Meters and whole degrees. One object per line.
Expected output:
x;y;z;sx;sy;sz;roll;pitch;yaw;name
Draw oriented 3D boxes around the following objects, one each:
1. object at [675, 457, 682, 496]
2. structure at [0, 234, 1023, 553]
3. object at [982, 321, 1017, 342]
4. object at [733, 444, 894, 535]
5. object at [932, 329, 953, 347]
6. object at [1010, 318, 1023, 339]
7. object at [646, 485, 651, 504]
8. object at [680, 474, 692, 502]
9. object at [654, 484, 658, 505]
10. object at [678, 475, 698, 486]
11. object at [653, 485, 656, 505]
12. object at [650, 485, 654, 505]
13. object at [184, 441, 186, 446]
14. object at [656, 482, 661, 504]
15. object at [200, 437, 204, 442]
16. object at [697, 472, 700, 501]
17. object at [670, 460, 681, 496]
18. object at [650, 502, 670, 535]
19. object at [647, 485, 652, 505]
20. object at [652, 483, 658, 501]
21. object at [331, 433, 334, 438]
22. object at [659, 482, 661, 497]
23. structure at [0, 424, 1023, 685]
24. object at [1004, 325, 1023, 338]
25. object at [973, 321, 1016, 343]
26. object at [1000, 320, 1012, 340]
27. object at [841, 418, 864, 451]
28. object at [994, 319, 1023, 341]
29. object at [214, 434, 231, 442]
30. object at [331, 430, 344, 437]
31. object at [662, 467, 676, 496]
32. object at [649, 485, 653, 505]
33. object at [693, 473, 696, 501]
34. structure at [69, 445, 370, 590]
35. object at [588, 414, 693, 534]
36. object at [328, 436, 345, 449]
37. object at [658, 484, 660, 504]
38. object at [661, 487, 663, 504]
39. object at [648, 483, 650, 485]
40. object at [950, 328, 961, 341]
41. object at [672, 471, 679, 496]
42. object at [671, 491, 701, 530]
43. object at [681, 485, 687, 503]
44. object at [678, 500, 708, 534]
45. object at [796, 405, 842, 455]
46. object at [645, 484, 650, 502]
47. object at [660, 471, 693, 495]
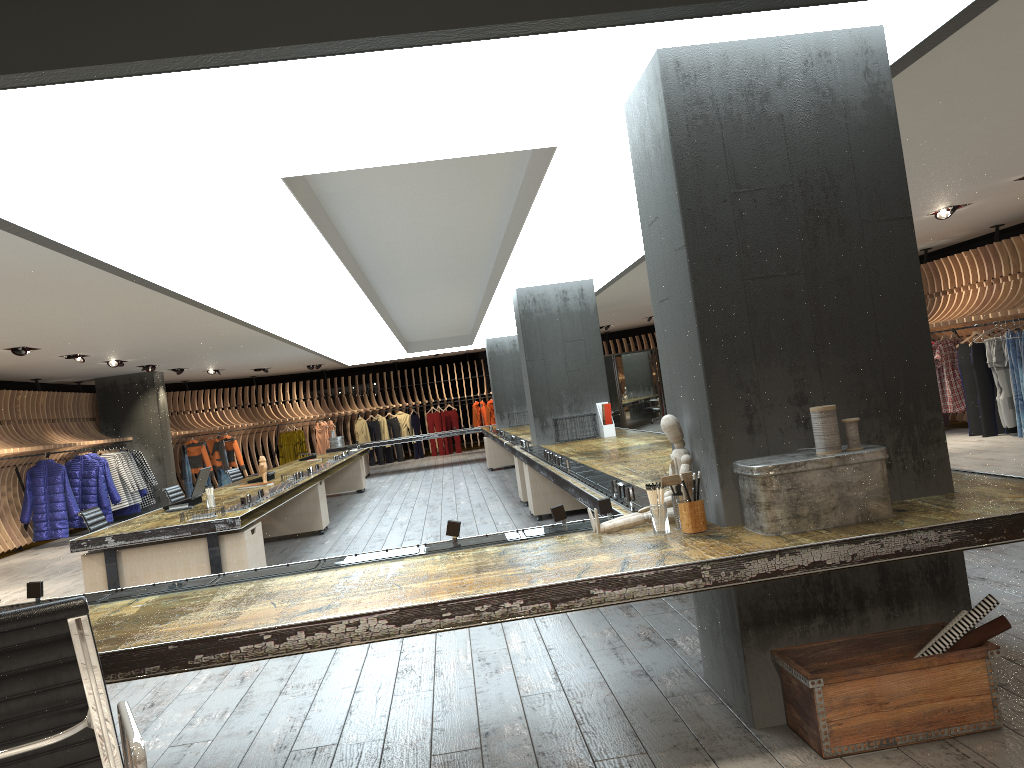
0.634;0.406;3.334;0.008;0.268;0.060;-8;-2;12;object
-0.153;0.163;7.295;14.884;2.441;36.531;-8;-1;-4;structure
6.123;-0.668;11.090;0.549;0.250;0.023;-8;-2;-3;object
1.057;0.365;3.115;0.498;0.239;0.302;-8;-1;-4;object
6.030;-0.626;12.327;0.525;0.270;0.012;-8;-2;-5;object
6.148;-0.678;10.717;0.550;0.243;0.023;-7;-2;-33;object
0.521;0.458;3.295;0.030;0.170;0.007;-6;-3;-45;object
0.645;0.426;3.215;0.054;0.207;0.008;-7;-2;-22;object
0.535;0.455;3.277;0.007;0.170;0.030;-7;-2;-21;object
0.670;0.435;3.339;0.081;0.198;0.050;-8;-2;21;object
0.531;0.456;3.279;0.007;0.170;0.030;-7;-2;-8;object
0.527;0.457;3.282;0.007;0.170;0.030;-8;-2;6;object
-7.290;1.289;19.726;0.023;0.243;0.548;-7;-1;-23;object
0.554;0.453;3.315;0.007;0.170;0.030;-8;-2;-1;object
-7.113;1.274;20.306;0.023;0.243;0.549;-7;-1;-8;object
0.677;0.422;3.226;0.008;0.207;0.054;-6;-2;-39;object
0.630;0.410;3.333;0.012;0.264;0.062;-9;-2;38;object
0.549;0.499;3.297;0.062;0.111;0.061;-7;-2;-16;object
0.522;0.457;3.291;0.007;0.170;0.030;-9;-2;33;object
0.545;0.455;3.319;0.007;0.170;0.030;-7;-2;-28;object
-3.933;1.122;19.376;0.062;0.109;0.062;-6;-2;-38;object
0.561;0.452;3.308;0.007;0.170;0.030;-9;-2;26;object
-0.986;1.211;11.270;4.836;0.845;18.464;-8;-1;-4;structure
6.177;-0.678;10.599;0.548;0.257;0.023;-8;-2;21;object
6.114;-0.670;11.186;0.548;0.243;0.023;-8;-2;32;object
6.129;-0.675;10.982;0.550;0.243;0.023;-7;-2;-43;object
1.178;0.174;3.067;0.062;0.109;0.062;-7;-2;-34;object
6.146;-0.678;10.825;0.549;0.243;0.023;-8;-2;2;object
-6.894;1.253;20.858;0.549;0.243;0.023;-7;-2;-28;object
-3.838;1.104;19.470;0.262;0.204;0.088;-8;-2;-6;object
0.617;0.425;3.347;0.084;0.240;0.009;-7;-2;-27;object
0.524;0.457;3.286;0.007;0.170;0.030;-8;-2;18;object
0.663;0.424;3.213;0.008;0.207;0.054;-7;-2;-17;object
-2.817;1.462;11.339;1.162;0.845;10.445;-8;-1;-4;structure
0.515;0.355;3.539;0.431;0.430;0.195;-8;-2;-9;object
-3.855;1.288;19.515;0.303;0.239;0.497;-8;-1;-4;object
0.545;0.454;3.277;0.030;0.170;0.007;-9;-2;43;object
0.554;0.453;3.281;0.030;0.170;0.007;-8;-2;16;object
0.535;0.456;3.318;0.030;0.170;0.007;-9;-2;35;object
6.040;-0.624;12.114;0.524;0.286;0.015;-7;-2;-20;object
0.630;0.432;3.342;0.009;0.222;0.082;-9;-2;25;object
0.664;0.477;3.348;0.108;0.128;0.108;-8;-1;11;object
0.642;0.451;3.258;0.018;0.158;0.011;-8;-2;13;object
0.656;0.479;3.227;0.084;0.111;0.083;-7;-2;-17;object
1.084;0.182;3.163;0.088;0.204;0.262;-8;-1;-6;object
0.522;0.458;3.305;0.030;0.170;0.007;-7;-2;-18;object
0.617;0.439;3.292;0.138;0.209;0.034;-7;-2;-24;object
